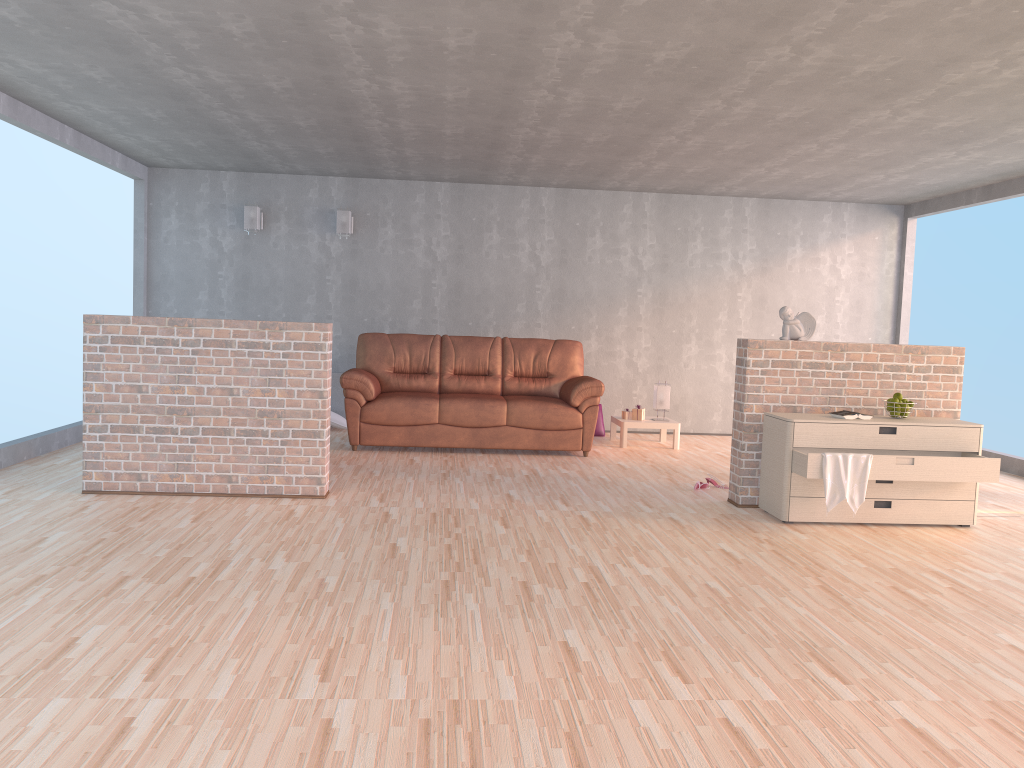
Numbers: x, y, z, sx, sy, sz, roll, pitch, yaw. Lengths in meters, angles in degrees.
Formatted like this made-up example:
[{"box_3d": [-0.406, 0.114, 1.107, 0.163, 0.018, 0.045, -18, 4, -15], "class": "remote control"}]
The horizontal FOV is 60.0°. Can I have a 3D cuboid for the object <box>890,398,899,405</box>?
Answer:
[{"box_3d": [2.300, 0.105, 5.331, 0.046, 0.045, 0.046, 2, 4, -5], "class": "object"}]

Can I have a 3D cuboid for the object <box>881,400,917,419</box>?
[{"box_3d": [2.343, 0.158, 5.375, 0.202, 0.104, 0.202, 1, 4, -11], "class": "object"}]

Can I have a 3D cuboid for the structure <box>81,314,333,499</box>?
[{"box_3d": [-1.823, 0.136, 5.359, 1.422, 1.057, 0.211, 2, 4, -5], "class": "structure"}]

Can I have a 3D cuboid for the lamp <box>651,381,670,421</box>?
[{"box_3d": [1.398, 0.156, 8.296, 0.140, 0.376, 0.140, 2, 4, -5], "class": "lamp"}]

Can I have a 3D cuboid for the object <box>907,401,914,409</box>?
[{"box_3d": [2.397, 0.126, 5.339, 0.047, 0.047, 0.046, 5, 5, 33], "class": "object"}]

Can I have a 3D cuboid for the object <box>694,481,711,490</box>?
[{"box_3d": [1.314, 0.700, 6.138, 0.078, 0.066, 0.192, 5, 5, 31], "class": "object"}]

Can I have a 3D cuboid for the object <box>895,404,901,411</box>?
[{"box_3d": [2.315, 0.143, 5.323, 0.038, 0.040, 0.039, 2, 4, 4], "class": "object"}]

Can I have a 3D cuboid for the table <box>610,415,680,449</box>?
[{"box_3d": [1.243, 0.452, 8.345, 0.548, 0.241, 0.548, 2, 4, -5], "class": "table"}]

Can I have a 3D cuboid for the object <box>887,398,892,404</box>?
[{"box_3d": [2.306, 0.112, 5.396, 0.049, 0.053, 0.054, 4, 5, 26], "class": "object"}]

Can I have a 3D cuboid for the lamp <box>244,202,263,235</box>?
[{"box_3d": [-2.532, -1.614, 8.654, 0.165, 0.319, 0.168, 2, 4, -5], "class": "lamp"}]

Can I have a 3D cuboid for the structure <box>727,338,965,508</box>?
[{"box_3d": [2.135, 0.264, 5.686, 1.422, 1.057, 0.211, 2, 4, -5], "class": "structure"}]

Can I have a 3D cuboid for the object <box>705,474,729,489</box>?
[{"box_3d": [1.450, 0.687, 6.259, 0.188, 0.085, 0.069, 5, 5, 34], "class": "object"}]

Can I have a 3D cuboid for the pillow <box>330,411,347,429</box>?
[{"box_3d": [-1.772, 0.328, 8.578, 0.357, 0.205, 0.388, 1, 4, -18], "class": "pillow"}]

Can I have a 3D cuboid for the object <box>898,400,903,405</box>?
[{"box_3d": [2.334, 0.117, 5.349, 0.039, 0.038, 0.039, 4, 4, 24], "class": "object"}]

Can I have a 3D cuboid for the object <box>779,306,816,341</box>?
[{"box_3d": [1.793, -0.381, 5.607, 0.216, 0.218, 0.131, 2, 4, -6], "class": "object"}]

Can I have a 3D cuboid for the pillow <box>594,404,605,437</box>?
[{"box_3d": [0.759, 0.361, 8.885, 0.327, 0.326, 0.241, 1, 4, -11], "class": "pillow"}]

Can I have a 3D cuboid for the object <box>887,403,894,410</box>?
[{"box_3d": [2.288, 0.136, 5.357, 0.046, 0.044, 0.046, 2, 4, -9], "class": "object"}]

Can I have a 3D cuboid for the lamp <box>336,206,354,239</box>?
[{"box_3d": [-1.652, -1.586, 8.731, 0.165, 0.319, 0.177, 2, 4, -5], "class": "lamp"}]

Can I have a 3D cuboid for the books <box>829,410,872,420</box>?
[{"box_3d": [2.022, 0.184, 5.290, 0.209, 0.040, 0.146, 1, 4, -15], "class": "books"}]

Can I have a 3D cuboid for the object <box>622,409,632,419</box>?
[{"box_3d": [1.103, 0.278, 8.321, 0.152, 0.105, 0.080, -1, 5, -36], "class": "object"}]

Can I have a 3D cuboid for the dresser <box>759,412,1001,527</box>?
[{"box_3d": [2.407, 0.528, 5.262, 1.686, 0.612, 0.605, 2, 4, -5], "class": "dresser"}]

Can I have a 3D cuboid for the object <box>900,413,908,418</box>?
[{"box_3d": [2.372, 0.182, 5.363, 0.046, 0.048, 0.048, 1, 4, -16], "class": "object"}]

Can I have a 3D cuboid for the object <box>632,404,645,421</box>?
[{"box_3d": [1.178, 0.262, 8.254, 0.099, 0.147, 0.102, 4, 4, 24], "class": "object"}]

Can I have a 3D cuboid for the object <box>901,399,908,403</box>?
[{"box_3d": [2.378, 0.110, 5.375, 0.043, 0.043, 0.039, 1, 4, -19], "class": "object"}]

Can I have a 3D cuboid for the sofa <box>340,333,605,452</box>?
[{"box_3d": [-0.354, 0.045, 7.760, 2.202, 0.923, 0.981, 2, 4, -5], "class": "sofa"}]

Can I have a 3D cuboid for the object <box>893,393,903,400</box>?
[{"box_3d": [2.339, 0.079, 5.376, 0.054, 0.056, 0.054, 2, 4, -5], "class": "object"}]

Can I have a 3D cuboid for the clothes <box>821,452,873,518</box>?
[{"box_3d": [1.852, 0.565, 4.929, 0.325, 0.369, 0.097, 2, 4, -4], "class": "clothes"}]

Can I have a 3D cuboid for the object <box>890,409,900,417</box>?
[{"box_3d": [2.316, 0.174, 5.362, 0.060, 0.055, 0.059, 6, 5, 40], "class": "object"}]

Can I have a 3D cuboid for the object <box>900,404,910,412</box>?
[{"box_3d": [2.356, 0.143, 5.325, 0.057, 0.057, 0.057, 4, 5, 28], "class": "object"}]
